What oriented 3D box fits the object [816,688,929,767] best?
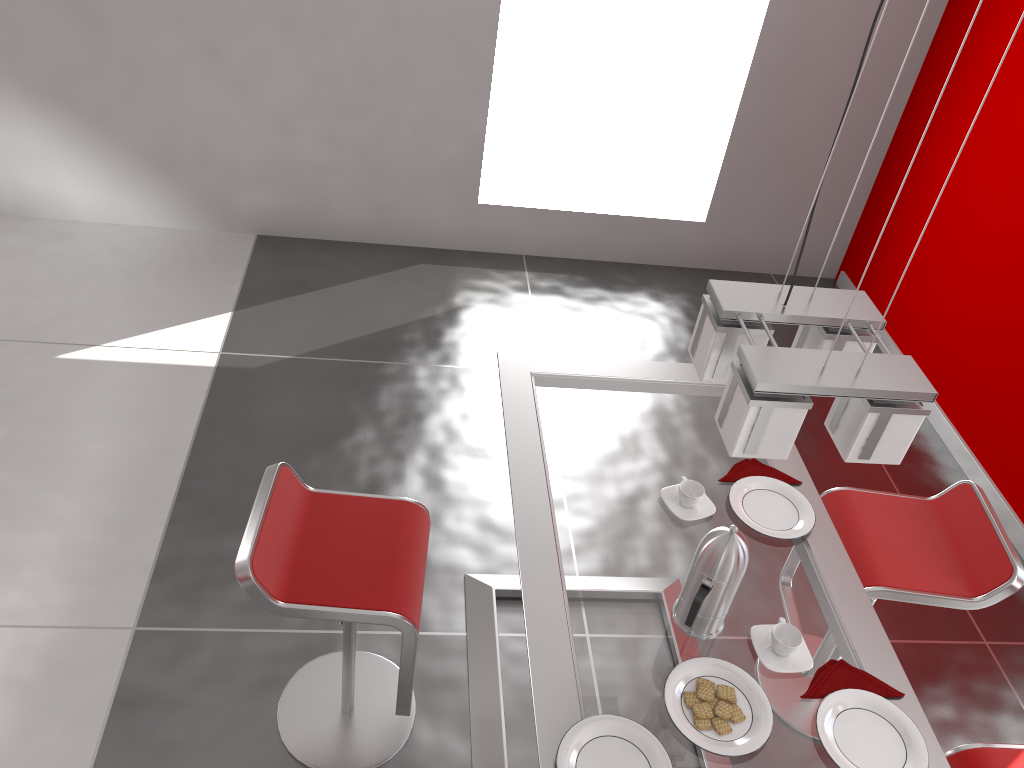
[{"bbox_3d":[0.694,0.689,1.717,0.217,0.015,0.217,-13,43,-27],"label":"object"}]

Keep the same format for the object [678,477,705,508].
[{"bbox_3d":[0.436,0.268,2.168,0.062,0.049,0.078,17,38,10],"label":"object"}]

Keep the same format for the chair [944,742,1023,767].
[{"bbox_3d":[1.191,1.210,2.104,0.460,0.857,0.418,5,38,-6],"label":"chair"}]

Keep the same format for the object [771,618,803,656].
[{"bbox_3d":[0.571,0.535,1.853,0.062,0.049,0.078,29,41,23],"label":"object"}]

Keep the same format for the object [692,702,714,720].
[{"bbox_3d":[0.369,0.632,1.716,0.036,0.006,0.034,-4,39,-17],"label":"object"}]

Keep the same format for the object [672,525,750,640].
[{"bbox_3d":[0.416,0.401,1.807,0.113,0.287,0.149,8,37,-2],"label":"object"}]

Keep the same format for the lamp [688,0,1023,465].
[{"bbox_3d":[0.558,-0.367,1.274,0.304,1.025,0.304,3,38,-8],"label":"lamp"}]

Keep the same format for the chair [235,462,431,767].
[{"bbox_3d":[-0.470,0.663,2.459,0.460,0.857,0.418,6,37,-4],"label":"chair"}]

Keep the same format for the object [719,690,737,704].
[{"bbox_3d":[0.426,0.617,1.757,0.036,0.006,0.034,6,38,-5],"label":"object"}]

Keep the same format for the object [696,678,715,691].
[{"bbox_3d":[0.385,0.602,1.767,0.036,0.006,0.034,16,38,9],"label":"object"}]

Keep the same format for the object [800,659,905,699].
[{"bbox_3d":[0.687,0.605,1.827,0.234,0.012,0.095,2,38,-9],"label":"object"}]

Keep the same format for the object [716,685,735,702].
[{"bbox_3d":[0.423,0.611,1.754,0.036,0.006,0.034,11,37,2],"label":"object"}]

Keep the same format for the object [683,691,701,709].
[{"bbox_3d":[0.354,0.619,1.738,0.034,0.006,0.036,3,38,-8],"label":"object"}]

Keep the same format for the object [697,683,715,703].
[{"bbox_3d":[0.382,0.609,1.748,0.034,0.006,0.036,18,38,11],"label":"object"}]

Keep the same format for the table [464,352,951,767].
[{"bbox_3d":[0.351,0.844,2.280,0.800,1.000,1.700,3,38,-8],"label":"table"}]

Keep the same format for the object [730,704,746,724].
[{"bbox_3d":[0.434,0.642,1.726,0.034,0.006,0.036,-11,42,-24],"label":"object"}]

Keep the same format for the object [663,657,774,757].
[{"bbox_3d":[0.401,0.630,1.732,0.217,0.015,0.217,27,41,21],"label":"object"}]

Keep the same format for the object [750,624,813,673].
[{"bbox_3d":[0.564,0.557,1.862,0.119,0.016,0.119,2,38,-10],"label":"object"}]

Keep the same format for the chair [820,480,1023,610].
[{"bbox_3d":[1.111,0.698,2.748,0.460,0.857,0.418,8,37,-2],"label":"chair"}]

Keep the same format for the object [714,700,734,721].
[{"bbox_3d":[0.411,0.634,1.722,0.034,0.006,0.036,27,41,21],"label":"object"}]

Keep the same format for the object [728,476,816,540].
[{"bbox_3d":[0.642,0.308,2.199,0.217,0.015,0.217,18,38,11],"label":"object"}]

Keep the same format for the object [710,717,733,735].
[{"bbox_3d":[0.402,0.655,1.702,0.034,0.006,0.036,-7,40,-21],"label":"object"}]

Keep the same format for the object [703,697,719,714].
[{"bbox_3d":[0.390,0.627,1.736,0.034,0.006,0.036,14,38,6],"label":"object"}]

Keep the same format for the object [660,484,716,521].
[{"bbox_3d":[0.430,0.291,2.177,0.119,0.016,0.119,-10,41,-23],"label":"object"}]

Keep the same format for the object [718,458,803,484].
[{"bbox_3d":[0.635,0.224,2.309,0.234,0.012,0.095,2,38,-9],"label":"object"}]

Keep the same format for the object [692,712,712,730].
[{"bbox_3d":[0.366,0.647,1.705,0.034,0.006,0.036,3,38,-8],"label":"object"}]

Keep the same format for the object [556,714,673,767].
[{"bbox_3d":[0.185,0.698,1.599,0.217,0.015,0.217,26,40,21],"label":"object"}]
